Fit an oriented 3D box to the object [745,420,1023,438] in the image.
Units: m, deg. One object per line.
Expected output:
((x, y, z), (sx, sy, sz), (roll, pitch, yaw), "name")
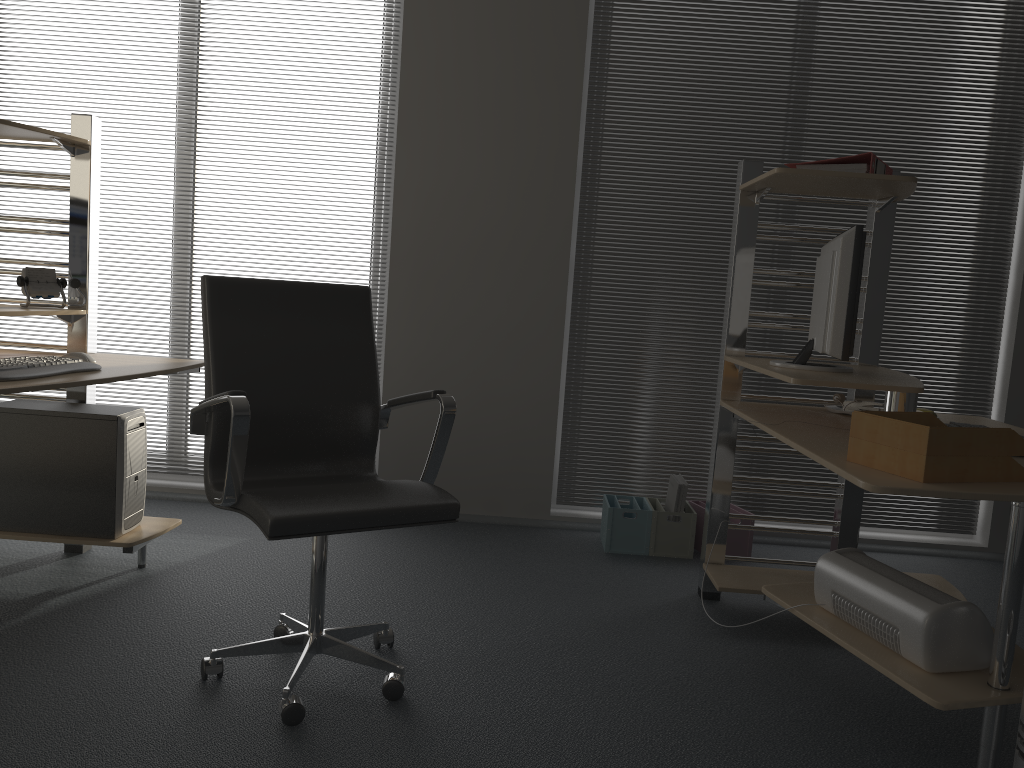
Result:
((1.082, 0.156, 2.525), (0.814, 0.082, 0.478), (5, 6, 8), "object")

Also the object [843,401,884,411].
((1.195, 0.078, 3.015), (0.134, 0.042, 0.022), (10, 8, 42), "object")

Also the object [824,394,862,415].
((1.119, 0.070, 2.941), (0.054, 0.064, 0.159), (0, 7, -32), "object")

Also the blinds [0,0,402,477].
((-1.519, -0.946, 4.006), (1.950, 2.749, 0.037), (4, 6, 1), "blinds")

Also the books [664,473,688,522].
((0.694, 0.554, 3.817), (0.068, 0.306, 0.220), (4, 6, 1), "books")

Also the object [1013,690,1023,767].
((1.079, 0.788, 1.704), (0.208, 0.377, 0.208), (10, 8, 44), "object")

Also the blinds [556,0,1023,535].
((1.275, -0.745, 3.982), (1.950, 2.770, 0.022), (4, 6, 1), "blinds")

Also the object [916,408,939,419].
((1.390, 0.098, 3.032), (0.132, 0.026, 0.132), (4, 6, 1), "object")

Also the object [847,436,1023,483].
((0.948, 0.163, 1.968), (0.309, 0.060, 0.225), (2, 6, -20), "object")

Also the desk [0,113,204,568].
((-1.584, -0.091, 2.491), (0.967, 1.566, 1.469), (4, 6, 1), "desk")

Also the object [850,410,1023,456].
((0.952, 0.107, 1.962), (0.309, 0.060, 0.225), (2, 6, -20), "object")

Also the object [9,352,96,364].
((-1.712, -0.088, 2.927), (0.742, 0.088, 0.168), (4, 6, 3), "object")

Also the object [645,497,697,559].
((0.674, 0.623, 3.825), (0.185, 0.202, 0.245), (4, 6, 1), "object")

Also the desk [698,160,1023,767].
((1.203, 0.109, 2.465), (0.967, 1.566, 1.469), (4, 6, 1), "desk")

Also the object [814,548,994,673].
((1.025, 0.546, 2.207), (0.351, 0.162, 0.438), (2, 6, -15), "object")

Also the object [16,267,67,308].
((-1.612, -0.330, 3.037), (0.093, 0.135, 0.154), (9, 8, 37), "object")

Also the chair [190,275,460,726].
((-0.504, 0.263, 2.335), (0.584, 1.048, 0.652), (0, 7, -34), "chair")

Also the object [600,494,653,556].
((0.489, 0.610, 3.827), (0.185, 0.202, 0.245), (4, 6, 1), "object")

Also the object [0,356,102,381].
((-1.688, -0.047, 2.588), (0.814, 0.082, 0.478), (5, 6, 8), "object")

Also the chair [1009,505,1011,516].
((1.871, 0.412, 2.514), (0.652, 1.048, 0.584), (3, 6, -13), "chair")

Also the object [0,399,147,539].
((-1.529, 0.289, 3.059), (0.471, 0.422, 0.199), (4, 6, 1), "object")

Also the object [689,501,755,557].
((0.899, 0.636, 3.850), (0.185, 0.202, 0.245), (2, 6, -17), "object")

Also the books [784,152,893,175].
((1.048, -0.677, 2.839), (0.262, 0.072, 0.320), (8, 7, 33), "books")

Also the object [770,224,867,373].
((0.939, -0.257, 2.719), (0.245, 0.418, 0.516), (7, 7, 22), "object")
